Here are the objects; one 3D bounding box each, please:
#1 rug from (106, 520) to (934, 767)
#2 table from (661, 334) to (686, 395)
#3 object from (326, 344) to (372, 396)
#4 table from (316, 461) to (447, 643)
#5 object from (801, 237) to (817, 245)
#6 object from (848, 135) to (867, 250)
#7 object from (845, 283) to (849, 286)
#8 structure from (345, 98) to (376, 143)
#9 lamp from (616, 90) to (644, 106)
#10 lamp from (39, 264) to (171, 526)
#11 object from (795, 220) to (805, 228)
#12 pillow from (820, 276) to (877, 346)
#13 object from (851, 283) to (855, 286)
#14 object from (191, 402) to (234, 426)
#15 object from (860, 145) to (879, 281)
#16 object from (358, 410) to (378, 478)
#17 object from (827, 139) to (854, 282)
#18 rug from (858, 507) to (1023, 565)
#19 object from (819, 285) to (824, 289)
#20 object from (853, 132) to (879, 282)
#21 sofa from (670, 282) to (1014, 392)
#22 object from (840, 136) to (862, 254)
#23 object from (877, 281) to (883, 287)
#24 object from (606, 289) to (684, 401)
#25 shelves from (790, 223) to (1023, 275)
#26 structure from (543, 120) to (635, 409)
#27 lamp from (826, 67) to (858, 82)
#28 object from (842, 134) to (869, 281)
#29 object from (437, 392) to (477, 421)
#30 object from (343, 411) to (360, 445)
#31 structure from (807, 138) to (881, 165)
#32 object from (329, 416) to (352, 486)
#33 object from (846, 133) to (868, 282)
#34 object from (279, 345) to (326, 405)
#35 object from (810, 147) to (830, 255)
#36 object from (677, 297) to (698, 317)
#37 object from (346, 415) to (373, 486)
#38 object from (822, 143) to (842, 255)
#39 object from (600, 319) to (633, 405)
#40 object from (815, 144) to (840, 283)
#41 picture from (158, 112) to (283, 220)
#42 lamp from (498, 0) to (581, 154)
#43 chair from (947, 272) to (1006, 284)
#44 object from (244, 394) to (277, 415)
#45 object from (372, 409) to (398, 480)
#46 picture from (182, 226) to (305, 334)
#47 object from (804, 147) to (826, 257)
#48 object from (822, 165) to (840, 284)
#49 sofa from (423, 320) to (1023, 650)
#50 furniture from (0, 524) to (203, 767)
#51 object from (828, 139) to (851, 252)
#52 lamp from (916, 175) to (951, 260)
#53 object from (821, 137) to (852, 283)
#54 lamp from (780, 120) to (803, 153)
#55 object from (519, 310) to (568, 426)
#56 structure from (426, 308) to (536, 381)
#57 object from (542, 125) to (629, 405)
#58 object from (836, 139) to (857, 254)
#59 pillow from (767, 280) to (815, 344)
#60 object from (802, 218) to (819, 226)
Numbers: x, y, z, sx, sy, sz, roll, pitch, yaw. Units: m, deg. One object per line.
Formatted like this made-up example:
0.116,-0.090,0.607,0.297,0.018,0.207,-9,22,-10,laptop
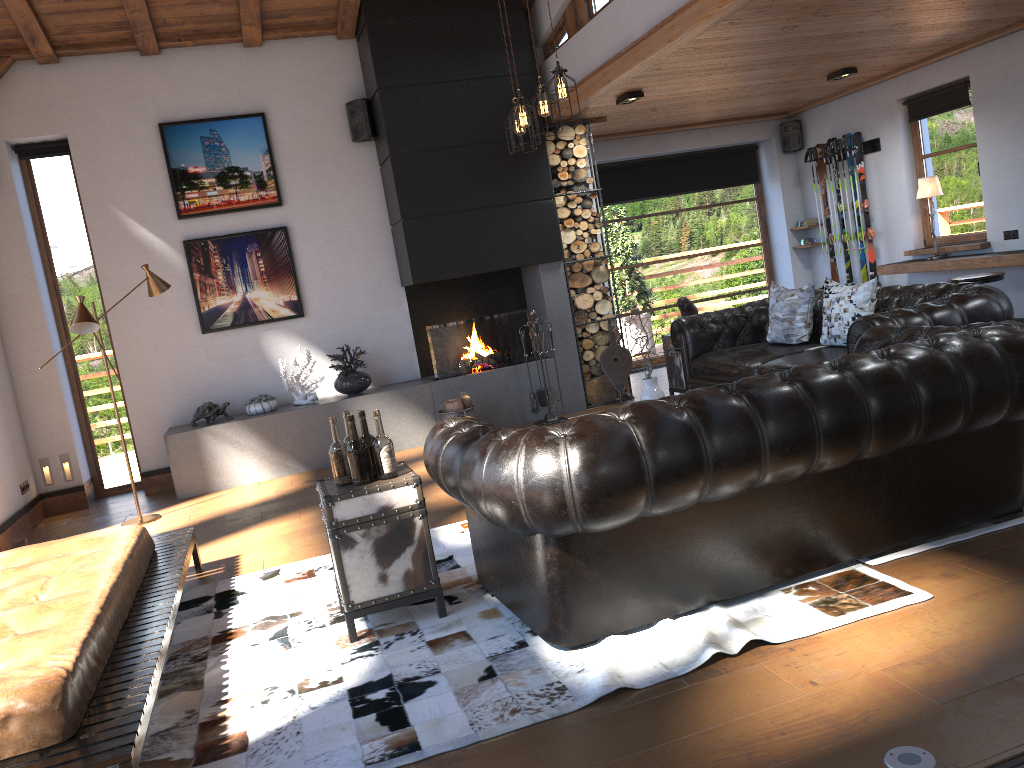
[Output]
-0.637,0.988,3.713,3.834,0.053,2.418,-11,7,-15,rug
1.601,-0.158,7.691,0.408,0.608,0.415,-12,7,-16,table
-1.432,-0.131,7.825,0.340,0.454,0.335,-9,7,9,object
-0.559,0.689,3.737,0.408,0.608,0.415,-12,7,-16,table
3.546,-1.709,10.594,0.186,0.084,0.355,-7,7,20,object
3.715,-2.024,9.438,0.119,1.248,0.060,-5,8,36,object
3.729,-0.991,9.953,0.253,0.270,0.116,-11,7,-11,object
-1.350,-2.353,7.925,0.215,0.349,0.212,-12,7,-16,structure
1.007,-2.455,7.589,0.156,0.068,0.259,-11,7,-16,lamp
-2.855,0.087,6.479,0.526,1.897,1.326,-9,7,5,lamp
3.487,-1.930,10.648,0.161,0.084,0.188,-12,7,-17,object
2.290,-0.508,6.051,0.285,0.468,0.526,-11,7,-13,pillow
3.747,-0.978,9.826,0.251,0.270,0.117,-9,6,4,object
-2.540,0.239,7.502,0.401,0.182,0.229,-6,8,27,object
3.783,-1.875,9.547,0.116,1.605,0.094,-12,7,-16,object
-0.604,0.249,3.703,0.088,0.286,0.086,-15,8,-38,object
3.681,-1.940,9.962,0.112,1.620,0.072,-12,7,-16,object
2.014,0.304,5.659,2.448,0.053,4.021,-11,7,-15,rug
3.616,-1.013,10.295,0.254,0.270,0.115,-13,7,-26,object
3.797,-1.881,9.450,0.116,1.605,0.094,-12,7,-16,object
2.240,-0.208,6.258,1.248,0.837,2.550,-12,7,-16,sofa
3.614,-2.010,9.465,0.119,1.248,0.060,-4,8,41,object
3.872,-0.949,9.418,0.254,0.270,0.115,-12,7,-21,object
0.774,-0.177,5.166,0.407,0.807,0.619,-10,7,-5,object
4.459,-1.180,7.621,0.616,0.987,6.604,-11,7,-15,shelves
0.641,-1.110,8.441,0.505,2.614,0.509,-12,7,-16,structure
3.057,-2.877,8.215,0.156,0.068,0.259,-11,7,-16,lamp
3.772,-1.931,9.758,0.112,1.620,0.072,-12,7,-16,object
-0.460,0.306,7.555,0.382,0.431,0.386,-8,7,10,object
-0.678,0.254,3.765,0.088,0.286,0.087,-10,6,-6,object
3.581,-2.523,9.743,0.321,0.134,1.044,-11,7,-15,structure
-0.712,0.273,3.654,0.088,0.286,0.087,-10,6,-3,object
3.783,-1.923,9.684,0.112,1.620,0.072,-12,7,-16,object
-1.830,-0.068,7.635,0.422,0.532,0.262,-4,9,42,object
3.502,-2.071,10.122,0.060,1.248,0.119,-14,8,-33,object
1.521,-0.601,7.615,0.148,0.318,0.251,-7,7,25,object
-0.632,0.265,3.610,0.086,0.286,0.088,-7,7,24,object
3.567,-2.055,9.899,0.060,1.248,0.119,-14,8,-33,object
0.970,-0.208,8.273,0.271,0.794,0.260,-14,8,-32,object
3.611,-1.927,10.087,0.116,1.605,0.094,-12,7,-16,object
-2.512,-1.889,7.668,0.886,0.815,0.035,-12,7,-17,picture
-0.013,-2.586,5.417,0.264,2.199,0.795,-13,7,-25,lamp
3.914,-0.553,7.408,0.444,0.716,0.439,-11,7,-12,chair
-2.169,0.172,7.635,0.283,0.160,0.257,-11,7,-14,object
-0.533,0.245,3.636,0.089,0.286,0.086,-15,8,-39,object
-2.344,-0.915,7.778,0.886,0.815,0.035,-12,7,-17,picture
3.443,-2.054,10.066,0.122,1.248,0.058,-14,8,-34,object
3.596,-1.922,10.184,0.116,1.605,0.094,-12,7,-16,object
1.013,0.315,3.672,2.585,0.837,1.232,-12,7,-17,sofa
-1.950,1.039,3.510,1.184,0.436,2.743,-11,7,-15,furniture
3.568,-2.027,9.671,0.120,1.248,0.060,-6,7,31,object
4.315,-1.306,8.669,0.636,1.480,0.245,-11,7,-13,lamp
3.622,-1.920,9.876,0.256,1.620,0.103,-12,7,-20,object
3.319,-2.930,10.513,0.215,0.349,0.212,-12,7,-16,lamp
0.265,-0.156,7.851,0.304,1.016,0.311,-6,7,29,object
-0.243,-0.355,8.069,0.989,0.514,0.182,-12,7,-17,structure
0.633,-1.103,8.448,0.497,2.609,0.463,-12,7,-16,object
3.633,-2.039,9.676,0.060,1.248,0.119,-14,8,-33,object
2.100,-0.555,6.698,0.285,0.468,0.526,-11,7,-13,pillow
3.537,-1.917,10.478,0.191,0.084,0.159,-12,7,-17,object
